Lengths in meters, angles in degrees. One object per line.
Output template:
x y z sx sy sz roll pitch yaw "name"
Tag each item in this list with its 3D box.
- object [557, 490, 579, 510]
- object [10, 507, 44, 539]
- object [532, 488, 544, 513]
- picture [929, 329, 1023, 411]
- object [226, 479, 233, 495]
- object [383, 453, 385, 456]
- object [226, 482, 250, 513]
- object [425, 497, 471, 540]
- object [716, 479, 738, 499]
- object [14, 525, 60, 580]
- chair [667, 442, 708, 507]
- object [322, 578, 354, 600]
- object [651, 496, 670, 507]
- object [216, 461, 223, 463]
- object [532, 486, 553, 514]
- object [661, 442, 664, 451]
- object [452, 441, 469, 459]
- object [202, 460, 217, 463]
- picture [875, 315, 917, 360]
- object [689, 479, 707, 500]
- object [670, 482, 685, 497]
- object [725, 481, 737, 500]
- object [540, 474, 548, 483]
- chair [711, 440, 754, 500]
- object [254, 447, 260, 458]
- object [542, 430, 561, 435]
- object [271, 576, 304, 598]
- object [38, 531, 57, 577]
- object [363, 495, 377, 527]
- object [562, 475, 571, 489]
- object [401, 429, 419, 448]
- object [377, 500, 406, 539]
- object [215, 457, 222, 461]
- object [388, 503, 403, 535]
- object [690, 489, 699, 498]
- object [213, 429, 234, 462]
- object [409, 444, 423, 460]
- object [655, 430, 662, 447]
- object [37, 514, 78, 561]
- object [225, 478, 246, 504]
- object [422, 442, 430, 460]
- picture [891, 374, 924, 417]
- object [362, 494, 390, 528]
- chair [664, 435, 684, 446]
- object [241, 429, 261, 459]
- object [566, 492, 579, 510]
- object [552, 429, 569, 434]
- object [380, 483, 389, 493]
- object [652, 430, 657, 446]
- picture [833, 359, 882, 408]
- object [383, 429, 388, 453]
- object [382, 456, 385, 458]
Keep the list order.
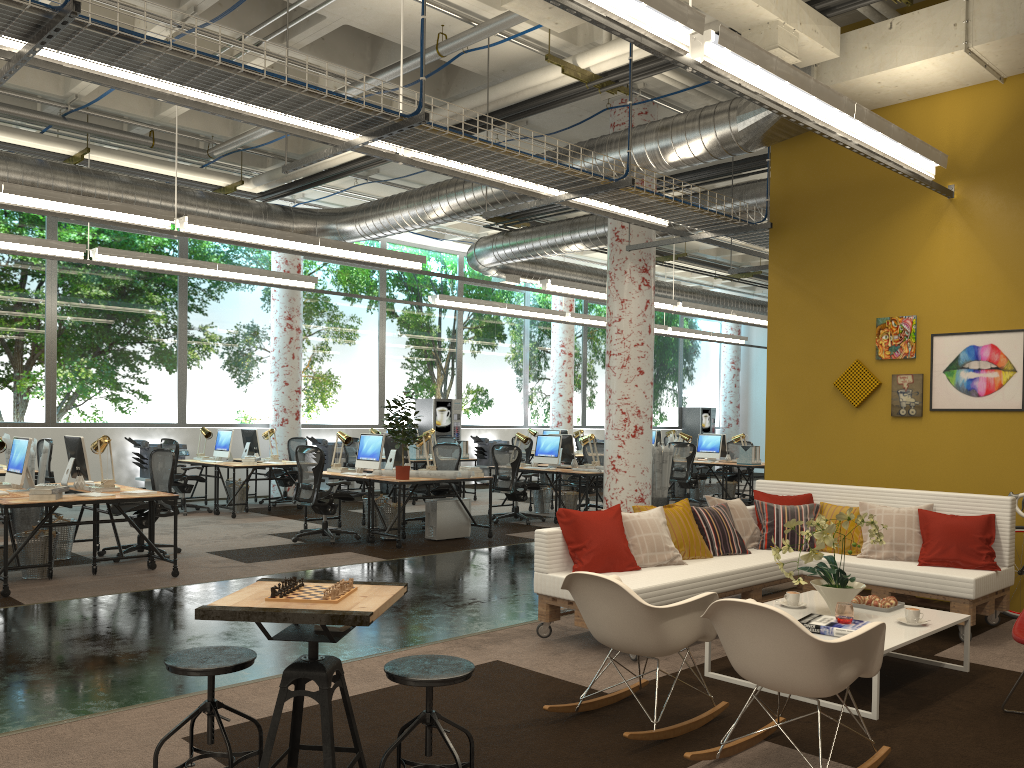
0.779 1.721 12.585 0.358 0.435 0.353 1 0 42 "object"
-5.539 1.562 10.115 0.353 0.398 0.353 1 0 1 "object"
0.401 1.764 13.504 0.119 0.403 0.235 0 0 -43 "object"
3.700 -0.101 7.055 0.018 0.633 0.706 0 0 -44 "picture"
-4.426 1.711 13.984 0.119 0.403 0.235 0 0 -43 "object"
-2.245 1.184 15.722 0.101 0.209 0.101 1 0 1 "object"
-4.048 1.668 13.065 0.358 0.435 0.353 1 0 42 "object"
-0.750 1.590 10.499 0.541 0.455 0.221 2 0 -44 "object"
3.705 1.867 15.285 0.358 0.435 0.353 1 0 42 "object"
-4.126 1.461 7.697 0.358 0.435 0.353 1 0 42 "object"
2.964 1.525 15.067 0.770 1.086 0.792 1 0 30 "chair"
-0.661 0.772 3.381 0.056 0.053 0.251 1 -2 6 "object"
2.005 1.756 12.270 0.353 0.398 0.353 1 0 1 "object"
-4.252 1.134 12.887 0.106 0.029 0.059 3 -2 -43 "object"
0.462 1.753 13.555 0.358 0.435 0.353 1 0 42 "object"
3.530 1.462 20.745 0.101 0.209 0.101 1 0 1 "object"
-0.888 1.143 15.353 0.150 0.302 0.280 1 0 -44 "object"
-4.476 1.147 13.128 0.118 0.017 0.439 3 -3 -44 "object"
3.254 -0.391 7.506 0.027 0.356 0.331 0 0 -44 "picture"
3.388 1.900 16.255 0.358 0.435 0.353 1 0 42 "object"
3.163 1.946 16.781 0.353 0.398 0.353 1 0 1 "object"
3.765 1.884 15.336 0.119 0.403 0.235 0 0 -43 "object"
0.679 1.976 18.933 0.119 0.403 0.235 0 0 -43 "object"
4.138 1.596 16.463 0.770 1.086 0.792 1 0 30 "chair"
-3.907 1.076 13.534 0.101 0.209 0.101 1 0 1 "object"
0.810 1.186 18.210 0.190 0.485 0.483 0 0 -44 "object"
-0.862 0.770 3.402 0.056 0.053 0.250 1 -2 6 "object"
-4.066 1.478 7.749 0.119 0.403 0.235 0 0 -43 "object"
-1.801 1.624 11.275 0.119 0.403 0.235 0 0 -43 "object"
1.117 1.949 18.066 0.119 0.403 0.235 0 0 -43 "object"
-1.854 1.062 15.991 0.190 0.485 0.483 0 0 -44 "object"
-1.424 1.581 10.356 0.358 0.435 0.353 1 0 42 "object"
-4.489 1.068 13.547 0.101 0.209 0.101 1 0 1 "object"
-1.364 1.598 10.407 0.119 0.403 0.235 0 0 -43 "object"
3.327 1.910 16.204 0.119 0.403 0.235 0 0 -43 "object"
-4.295 0.921 13.260 0.190 0.485 0.483 0 0 -44 "object"
-1.614 1.106 14.649 0.150 0.302 0.280 1 0 -44 "object"
3.340 1.331 21.027 0.190 0.485 0.483 0 0 -44 "object"
-4.443 1.494 8.667 0.358 0.435 0.353 1 0 42 "object"
-4.366 1.700 14.035 0.358 0.435 0.353 1 0 42 "object"
-1.508 1.111 14.752 0.150 0.302 0.280 1 0 -44 "object"
3.319 0.095 7.439 0.027 0.356 0.252 0 0 -44 "picture"
-1.741 1.614 11.326 0.358 0.435 0.353 1 0 42 "object"
3.822 1.782 21.454 0.770 1.086 0.792 1 0 30 "chair"
-4.097 0.946 13.816 0.190 0.485 0.483 0 0 -44 "object"
0.839 1.737 12.637 0.119 0.403 0.235 0 0 -43 "object"
1.008 1.210 18.766 0.190 0.485 0.483 0 0 -44 "object"
-2.347 1.863 16.736 0.353 0.398 0.353 1 -1 -25 "object"
3.143 1.307 20.471 0.190 0.485 0.483 0 0 -44 "object"
3.015 -0.003 7.737 0.047 0.425 0.424 0 0 -44 "picture"
-2.262 1.405 15.655 0.191 1.209 1.077 0 0 -44 "object"
-2.232 1.263 15.303 0.118 0.017 0.439 3 -3 -44 "object"
